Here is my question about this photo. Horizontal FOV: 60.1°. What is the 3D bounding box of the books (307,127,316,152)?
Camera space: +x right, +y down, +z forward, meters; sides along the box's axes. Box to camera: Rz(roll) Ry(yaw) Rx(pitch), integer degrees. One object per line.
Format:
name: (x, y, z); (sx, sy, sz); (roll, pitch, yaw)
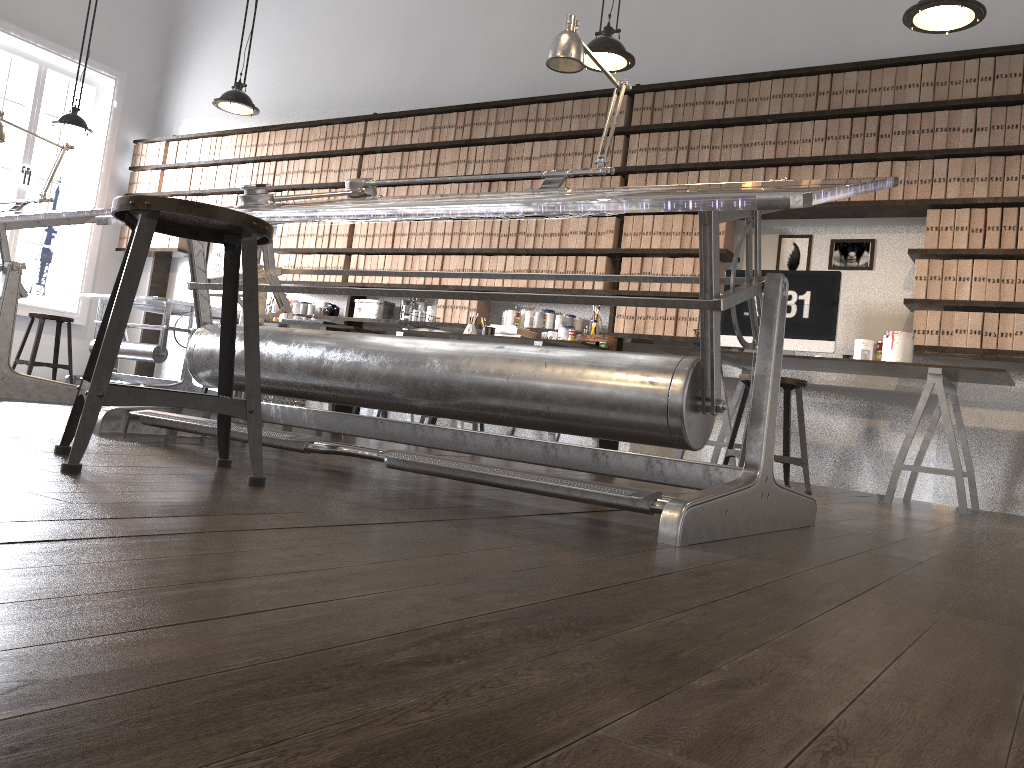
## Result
books: (-1.645, -2.042, 7.519); (0.067, 0.226, 0.173); (4, -5, 33)

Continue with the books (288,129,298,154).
books: (-1.825, -2.060, 7.631); (0.067, 0.226, 0.173); (4, -5, 33)

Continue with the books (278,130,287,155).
books: (-1.935, -2.072, 7.699); (0.067, 0.227, 0.173); (4, -5, 33)

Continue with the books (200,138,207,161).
books: (-2.811, -2.159, 8.271); (0.067, 0.226, 0.173); (4, -5, 33)

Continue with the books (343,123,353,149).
books: (-1.291, -2.007, 7.290); (0.067, 0.226, 0.173); (4, -5, 33)

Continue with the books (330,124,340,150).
books: (-1.414, -2.019, 7.366); (0.067, 0.226, 0.173); (4, -5, 33)

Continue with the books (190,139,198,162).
books: (-2.923, -2.170, 8.345); (0.067, 0.226, 0.173); (4, -5, 33)

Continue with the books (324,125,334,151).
books: (-1.469, -2.025, 7.396); (0.067, 0.227, 0.173); (4, -5, 33)

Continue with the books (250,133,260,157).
books: (-2.233, -2.101, 7.892); (0.067, 0.227, 0.173); (4, -5, 33)

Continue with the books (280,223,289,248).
books: (-1.865, -1.238, 7.521); (0.067, 0.226, 0.173); (4, -5, 33)

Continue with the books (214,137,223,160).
books: (-2.639, -2.142, 8.160); (0.067, 0.226, 0.173); (4, -5, 33)

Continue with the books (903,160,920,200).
books: (2.232, -1.106, 4.918); (0.067, 0.226, 0.173); (4, -5, 33)

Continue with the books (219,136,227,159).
books: (-2.579, -2.136, 8.124); (0.067, 0.226, 0.173); (4, -5, 33)

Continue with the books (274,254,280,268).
books: (-1.955, -0.975, 7.530); (0.067, 0.227, 0.173); (4, -5, 33)

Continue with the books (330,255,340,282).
books: (-1.377, -0.916, 7.164); (0.067, 0.226, 0.173); (4, -5, 33)

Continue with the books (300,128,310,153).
books: (-1.705, -2.048, 7.555); (0.067, 0.226, 0.173); (4, -5, 33)

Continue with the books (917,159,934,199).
books: (2.289, -1.100, 4.878); (0.067, 0.226, 0.173); (4, -5, 33)

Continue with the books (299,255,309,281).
books: (-1.664, -0.945, 7.350); (0.067, 0.226, 0.173); (4, -5, 33)

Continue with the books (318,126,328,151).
books: (-1.530, -2.031, 7.435); (0.067, 0.226, 0.173); (4, -5, 33)

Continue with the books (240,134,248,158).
books: (-2.348, -2.113, 7.971); (0.067, 0.226, 0.173); (4, -5, 33)

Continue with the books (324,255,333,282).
books: (-1.433, -0.922, 7.197); (0.067, 0.226, 0.173); (4, -5, 33)

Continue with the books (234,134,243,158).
books: (-2.403, -2.118, 8.001); (0.067, 0.227, 0.173); (4, -5, 33)

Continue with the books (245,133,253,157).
books: (-2.292, -2.107, 7.937); (0.067, 0.226, 0.173); (4, -5, 33)

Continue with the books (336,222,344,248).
books: (-1.333, -1.184, 7.177); (0.067, 0.226, 0.173); (4, -5, 33)

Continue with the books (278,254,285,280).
books: (-1.896, -0.969, 7.498); (0.067, 0.226, 0.173); (4, -5, 33)

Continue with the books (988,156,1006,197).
books: (2.574, -1.071, 4.694); (0.067, 0.226, 0.173); (4, -5, 33)

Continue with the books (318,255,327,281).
books: (-1.488, -0.928, 7.228); (0.067, 0.227, 0.173); (4, -5, 33)

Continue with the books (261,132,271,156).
books: (-2.110, -2.089, 7.814); (0.067, 0.226, 0.173); (4, -5, 33)

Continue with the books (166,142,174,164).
books: (-3.226, -2.200, 8.542); (0.067, 0.226, 0.173); (4, -5, 33)

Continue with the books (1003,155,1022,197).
books: (2.634, -1.066, 4.656); (0.067, 0.226, 0.173); (4, -5, 33)

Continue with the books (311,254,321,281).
books: (-1.549, -0.934, 7.267); (0.067, 0.226, 0.173); (4, -5, 33)

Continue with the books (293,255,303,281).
books: (-1.724, -0.951, 7.387); (0.067, 0.226, 0.173); (4, -5, 33)

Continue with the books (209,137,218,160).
books: (-2.700, -2.148, 8.195); (0.067, 0.227, 0.173); (4, -5, 33)

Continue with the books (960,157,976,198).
books: (2.461, -1.083, 4.766); (0.067, 0.226, 0.173); (4, -5, 33)

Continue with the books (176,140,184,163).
books: (-3.101, -2.188, 8.461); (0.067, 0.226, 0.173); (4, -5, 33)

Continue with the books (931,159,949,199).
books: (2.346, -1.095, 4.837); (0.067, 0.227, 0.173); (4, -5, 33)

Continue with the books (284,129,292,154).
books: (-1.877, -2.066, 7.666); (0.067, 0.226, 0.173); (4, -5, 33)

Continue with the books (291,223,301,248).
books: (-1.758, -1.227, 7.448); (0.067, 0.227, 0.173); (4, -5, 33)

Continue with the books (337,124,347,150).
books: (-1.351, -2.013, 7.326); (0.067, 0.226, 0.173); (4, -5, 33)

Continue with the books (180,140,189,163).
books: (-3.044, -2.182, 8.419); (0.067, 0.226, 0.173); (4, -5, 33)

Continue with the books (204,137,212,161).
books: (-2.759, -2.154, 8.236); (0.067, 0.226, 0.173); (4, -5, 33)

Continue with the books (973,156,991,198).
books: (2.515, -1.078, 4.726); (0.067, 0.227, 0.173); (4, -5, 33)

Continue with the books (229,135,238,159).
books: (-2.464, -2.125, 8.041); (0.067, 0.226, 0.173); (4, -5, 33)

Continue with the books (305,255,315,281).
books: (-1.608, -0.940, 7.309); (0.067, 0.226, 0.173); (4, -5, 33)

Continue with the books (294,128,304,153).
books: (-1.765, -2.055, 7.590); (0.067, 0.227, 0.173); (4, -5, 33)

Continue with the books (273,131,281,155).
books: (-1.989, -2.077, 7.740); (0.067, 0.226, 0.173); (4, -5, 33)

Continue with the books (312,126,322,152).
books: (-1.589, -2.037, 7.478); (0.067, 0.226, 0.173); (4, -5, 33)

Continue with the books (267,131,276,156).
books: (-2.048, -2.083, 7.779); (0.067, 0.226, 0.173); (4, -5, 33)

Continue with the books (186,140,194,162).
books: (-2.983, -2.176, 8.384); (0.067, 0.226, 0.173); (4, -5, 33)

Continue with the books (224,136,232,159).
books: (-2.523, -2.130, 8.083); (0.067, 0.226, 0.173); (4, -5, 33)

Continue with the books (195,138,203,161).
books: (-2.870, -2.165, 8.304); (0.067, 0.227, 0.173); (4, -5, 33)

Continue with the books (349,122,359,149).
books: (-1.235, -2.001, 7.248); (0.067, 0.226, 0.173); (4, -5, 33)

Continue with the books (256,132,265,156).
books: (-2.167, -2.095, 7.856); (0.067, 0.226, 0.173); (4, -5, 33)

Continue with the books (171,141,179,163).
books: (-3.167, -2.195, 8.497); (0.067, 0.227, 0.173); (4, -5, 33)

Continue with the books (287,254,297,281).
books: (-1.785, -0.958, 7.422); (0.067, 0.227, 0.173); (4, -5, 33)

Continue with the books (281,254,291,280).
books: (-1.844, -0.963, 7.463); (0.067, 0.226, 0.173); (4, -5, 33)
